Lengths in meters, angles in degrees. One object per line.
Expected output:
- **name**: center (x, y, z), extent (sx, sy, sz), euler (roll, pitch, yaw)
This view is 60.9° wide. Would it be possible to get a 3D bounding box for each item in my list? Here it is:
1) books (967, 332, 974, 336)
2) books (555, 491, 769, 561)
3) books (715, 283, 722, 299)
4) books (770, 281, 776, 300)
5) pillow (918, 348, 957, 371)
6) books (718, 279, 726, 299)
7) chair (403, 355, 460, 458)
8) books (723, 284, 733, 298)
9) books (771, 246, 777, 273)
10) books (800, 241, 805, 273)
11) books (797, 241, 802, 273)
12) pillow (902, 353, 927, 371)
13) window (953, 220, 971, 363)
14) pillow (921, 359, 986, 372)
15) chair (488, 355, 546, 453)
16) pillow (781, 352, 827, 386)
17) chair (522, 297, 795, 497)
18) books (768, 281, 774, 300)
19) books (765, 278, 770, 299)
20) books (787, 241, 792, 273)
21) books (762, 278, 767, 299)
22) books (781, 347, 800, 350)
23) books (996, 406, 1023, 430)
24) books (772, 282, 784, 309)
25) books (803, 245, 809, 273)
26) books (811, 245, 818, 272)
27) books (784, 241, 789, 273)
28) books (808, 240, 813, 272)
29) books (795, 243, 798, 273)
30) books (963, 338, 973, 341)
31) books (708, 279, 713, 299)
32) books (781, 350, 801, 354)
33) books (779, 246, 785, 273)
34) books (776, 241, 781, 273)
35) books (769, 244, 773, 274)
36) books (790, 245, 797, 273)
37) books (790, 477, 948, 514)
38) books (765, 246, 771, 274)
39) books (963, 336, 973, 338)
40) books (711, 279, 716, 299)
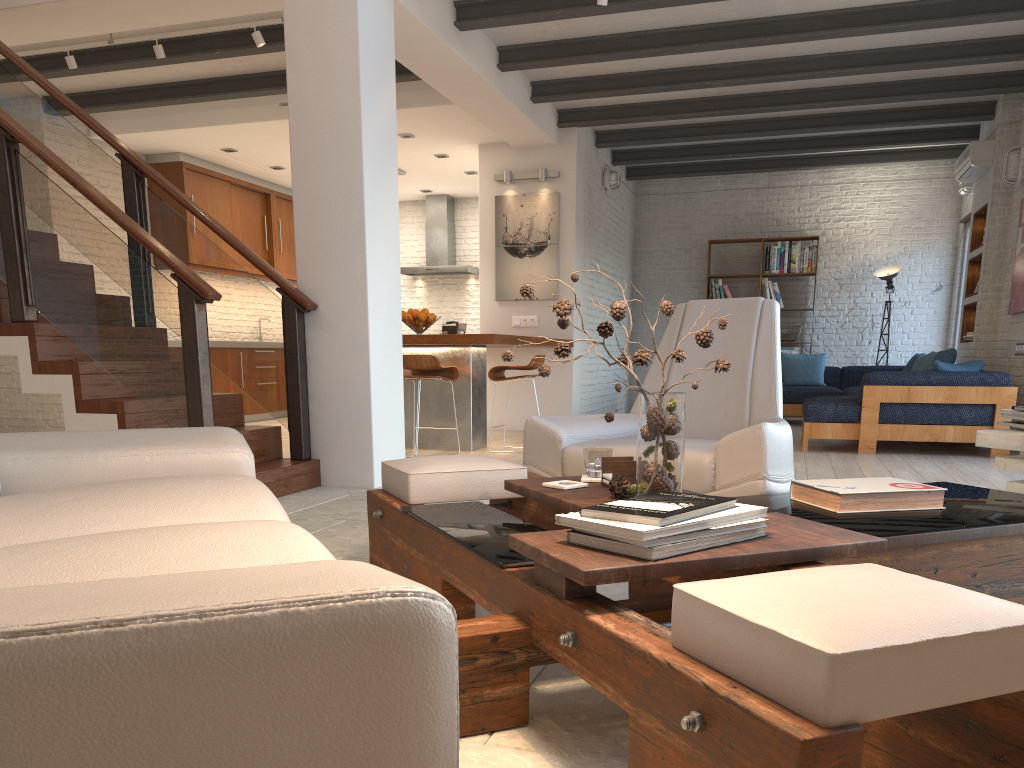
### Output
- **books**: center (4.551, -0.492, 8.578), extent (0.132, 0.034, 0.202), euler (1, 2, 28)
- **books**: center (0.320, 0.281, 1.779), extent (0.397, 0.076, 0.247), euler (-2, 3, -40)
- **books**: center (2.661, -1.117, 11.221), extent (0.102, 0.343, 0.248), euler (4, 9, 18)
- **books**: center (3.309, -1.115, 11.002), extent (0.124, 0.358, 0.265), euler (3, 9, 18)
- **pillow**: center (3.960, -0.119, 8.186), extent (0.254, 0.426, 1.186), euler (3, 4, 17)
- **books**: center (2.705, -1.139, 11.171), extent (0.121, 0.392, 0.237), euler (4, 10, 17)
- **chair**: center (-0.669, 0.166, 6.749), extent (0.404, 0.796, 0.410), euler (3, 10, 17)
- **books**: center (2.800, -1.108, 11.172), extent (0.194, 0.327, 0.248), euler (3, 9, 17)
- **books**: center (3.282, -1.539, 10.904), extent (0.055, 0.338, 0.248), euler (4, 9, 18)
- **books**: center (3.599, -1.563, 10.810), extent (0.036, 0.394, 0.237), euler (4, 10, 18)
- **books**: center (3.567, -1.564, 10.833), extent (0.036, 0.394, 0.237), euler (4, 10, 18)
- **pillow**: center (4.379, -0.134, 9.447), extent (0.243, 0.408, 1.083), euler (3, 4, 17)
- **window**: center (3.710, -2.599, 4.177), extent (0.645, 6.558, 12.077), euler (4, 5, 18)
- **pillow**: center (3.455, -0.030, 6.975), extent (0.562, 0.337, 0.369), euler (-2, 7, -22)
- **chair**: center (0.071, 0.156, 7.073), extent (0.421, 0.796, 0.393), euler (3, 10, 17)
- **pillow**: center (3.420, -0.169, 10.262), extent (0.554, 0.420, 0.217), euler (2, 10, 16)
- **chair**: center (0.705, 0.151, 3.546), extent (1.019, 1.043, 0.954), euler (5, 9, 34)
- **books**: center (3.286, -1.115, 11.000), extent (0.124, 0.358, 0.265), euler (3, 9, 18)
- **books**: center (3.232, -1.132, 11.003), extent (0.103, 0.394, 0.237), euler (4, 10, 18)
- **books**: center (3.454, -1.565, 10.854), extent (0.036, 0.394, 0.237), euler (4, 10, 18)
- **books**: center (3.203, -1.134, 11.036), extent (0.101, 0.394, 0.237), euler (4, 10, 18)
- **books**: center (3.465, -0.447, 11.084), extent (0.379, 0.037, 0.239), euler (1, 2, 17)
- **books**: center (1.941, 0.128, 2.877), extent (0.389, 0.081, 0.556), euler (0, 2, 2)
- **books**: center (3.351, -1.106, 10.977), extent (0.158, 0.338, 0.248), euler (3, 9, 17)
- **books**: center (3.641, -1.535, 10.797), extent (0.055, 0.338, 0.248), euler (4, 9, 18)
- **books**: center (3.740, -1.535, 10.789), extent (0.055, 0.338, 0.248), euler (4, 9, 18)
- **books**: center (3.416, -1.565, 10.856), extent (0.036, 0.394, 0.237), euler (4, 10, 18)
- **books**: center (3.688, -1.563, 10.783), extent (0.036, 0.394, 0.237), euler (4, 10, 18)
- **books**: center (3.535, -1.551, 10.832), extent (0.020, 0.369, 0.265), euler (4, 9, 18)
- **books**: center (4.544, -0.439, 8.597), extent (0.161, 0.017, 0.248), euler (1, 2, 28)
- **books**: center (2.568, -1.142, 11.217), extent (0.091, 0.395, 0.237), euler (4, 10, 18)
- **books**: center (3.471, -0.396, 11.098), extent (0.379, 0.066, 0.239), euler (0, 3, 12)
- **books**: center (3.377, -1.538, 10.894), extent (0.055, 0.338, 0.248), euler (4, 9, 18)
- **books**: center (3.328, -1.566, 10.889), extent (0.036, 0.394, 0.237), euler (4, 10, 18)
- **books**: center (3.250, -1.554, 10.929), extent (0.020, 0.369, 0.265), euler (4, 9, 18)
- **books**: center (3.494, -1.536, 10.832), extent (0.055, 0.338, 0.248), euler (4, 9, 18)
- **books**: center (1.001, 0.312, 2.467), extent (0.326, 0.058, 0.249), euler (0, 2, -12)
- **books**: center (3.213, -1.540, 10.945), extent (0.055, 0.338, 0.248), euler (4, 9, 18)
- **books**: center (4.548, -0.465, 8.578), extent (0.170, 0.019, 0.232), euler (1, 2, 20)
- **books**: center (2.606, -1.142, 11.213), extent (0.091, 0.395, 0.237), euler (4, 10, 18)
